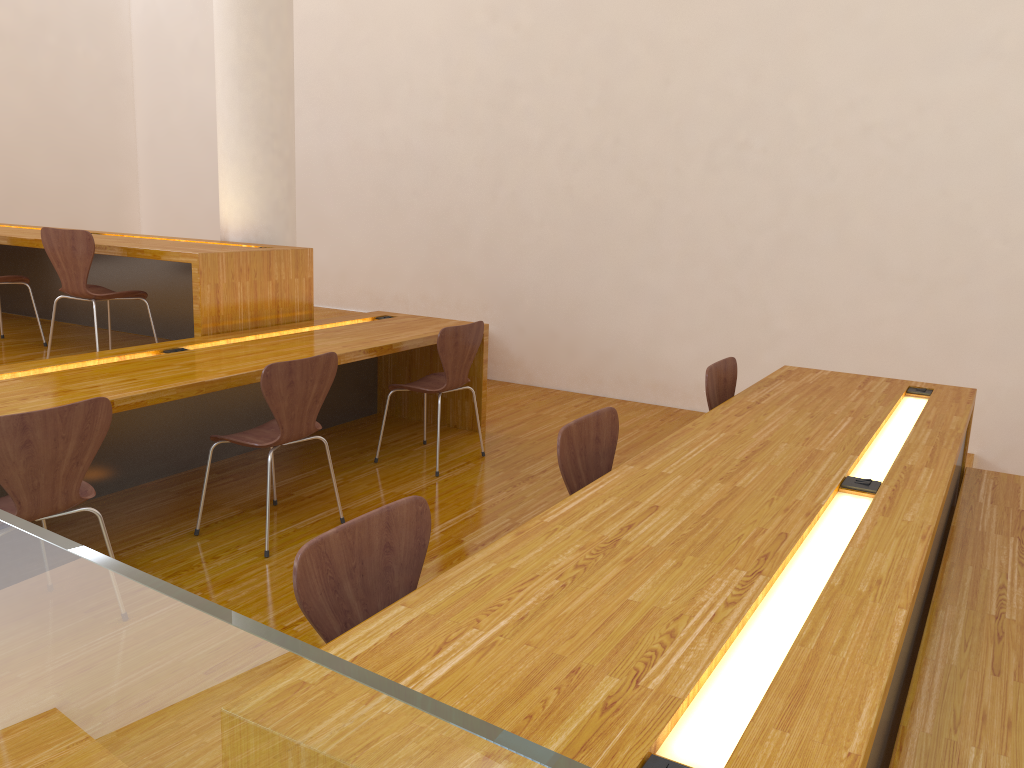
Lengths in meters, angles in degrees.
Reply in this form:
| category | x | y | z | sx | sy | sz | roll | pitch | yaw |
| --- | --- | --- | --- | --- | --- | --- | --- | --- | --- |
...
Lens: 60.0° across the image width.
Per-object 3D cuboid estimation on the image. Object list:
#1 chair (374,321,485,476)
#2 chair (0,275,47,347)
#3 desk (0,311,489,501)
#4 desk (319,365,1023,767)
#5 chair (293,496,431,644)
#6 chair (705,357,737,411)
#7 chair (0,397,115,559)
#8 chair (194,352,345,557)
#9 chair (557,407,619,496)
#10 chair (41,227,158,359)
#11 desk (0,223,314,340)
| category | x | y | z | sx | sy | sz | roll | pitch | yaw |
| --- | --- | --- | --- | --- | --- | --- | --- | --- | --- |
| chair | -0.389 | 0.033 | 4.315 | 0.381 | 0.693 | 0.428 | 9 | 14 | 29 |
| chair | -2.861 | -0.546 | 4.830 | 0.428 | 0.693 | 0.381 | 9 | 14 | 29 |
| desk | -1.258 | 0.174 | 3.724 | 0.760 | 0.606 | 3.185 | 9 | 14 | 29 |
| desk | 0.937 | 0.713 | 2.321 | 1.285 | 0.918 | 3.236 | 9 | 14 | 29 |
| chair | -0.136 | 0.610 | 1.631 | 0.381 | 0.693 | 0.428 | 9 | 14 | 29 |
| chair | 0.938 | 0.277 | 3.393 | 0.381 | 0.693 | 0.428 | 9 | 14 | 29 |
| chair | -1.396 | 0.375 | 2.516 | 0.381 | 0.693 | 0.428 | 9 | 14 | 29 |
| chair | -0.913 | 0.219 | 3.343 | 0.381 | 0.693 | 0.428 | 9 | 14 | 29 |
| chair | 0.347 | 0.453 | 2.458 | 0.381 | 0.693 | 0.428 | 9 | 14 | 29 |
| chair | -2.019 | -0.416 | 4.363 | 0.428 | 0.693 | 0.381 | 9 | 14 | 29 |
| desk | -2.629 | -0.574 | 5.189 | 3.185 | 0.606 | 0.760 | 9 | 14 | 29 |
